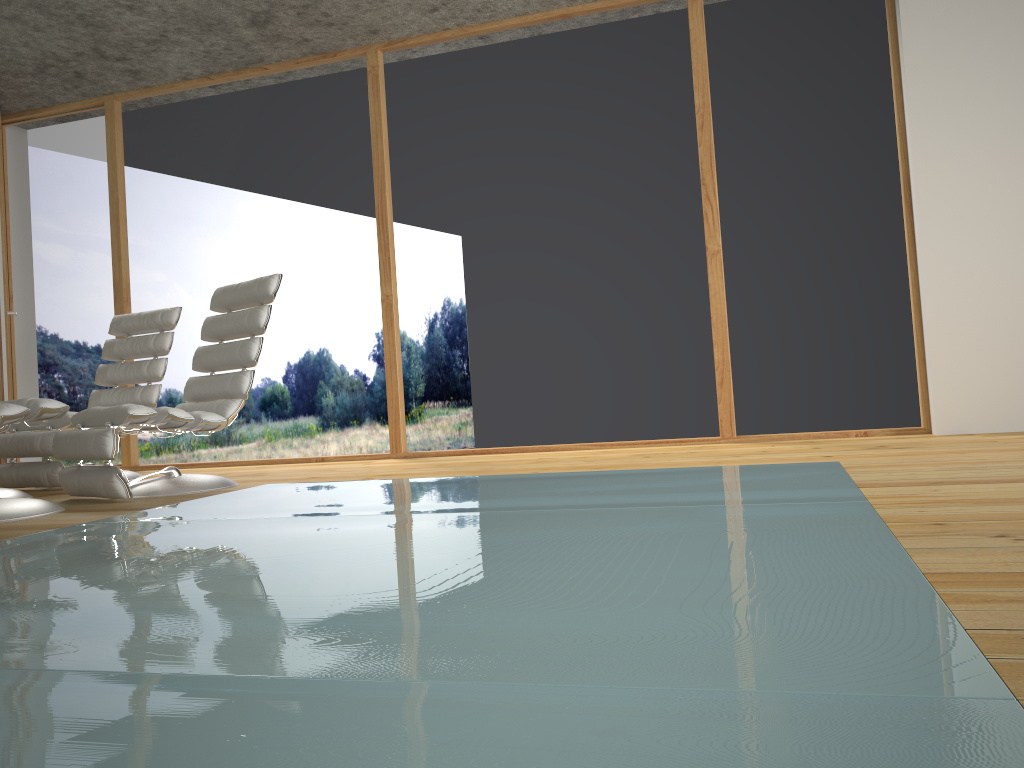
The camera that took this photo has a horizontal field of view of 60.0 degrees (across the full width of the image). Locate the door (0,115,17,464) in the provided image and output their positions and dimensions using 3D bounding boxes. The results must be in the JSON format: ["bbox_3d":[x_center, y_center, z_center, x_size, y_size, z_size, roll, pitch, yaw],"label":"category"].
[{"bbox_3d":[-3.226,-0.617,5.599,0.163,2.420,0.933,-3,-3,-29],"label":"door"}]

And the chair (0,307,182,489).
[{"bbox_3d":[-2.326,0.056,4.901,0.569,0.970,0.914,-5,-2,26],"label":"chair"}]

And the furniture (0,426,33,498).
[{"bbox_3d":[-2.542,0.326,3.973,0.686,0.440,0.568,-3,-2,-38],"label":"furniture"}]

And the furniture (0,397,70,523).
[{"bbox_3d":[-2.015,0.282,3.257,0.569,0.440,0.686,-4,-1,23],"label":"furniture"}]

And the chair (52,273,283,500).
[{"bbox_3d":[-1.530,-0.007,4.015,0.569,0.970,0.914,-6,-2,41],"label":"chair"}]
